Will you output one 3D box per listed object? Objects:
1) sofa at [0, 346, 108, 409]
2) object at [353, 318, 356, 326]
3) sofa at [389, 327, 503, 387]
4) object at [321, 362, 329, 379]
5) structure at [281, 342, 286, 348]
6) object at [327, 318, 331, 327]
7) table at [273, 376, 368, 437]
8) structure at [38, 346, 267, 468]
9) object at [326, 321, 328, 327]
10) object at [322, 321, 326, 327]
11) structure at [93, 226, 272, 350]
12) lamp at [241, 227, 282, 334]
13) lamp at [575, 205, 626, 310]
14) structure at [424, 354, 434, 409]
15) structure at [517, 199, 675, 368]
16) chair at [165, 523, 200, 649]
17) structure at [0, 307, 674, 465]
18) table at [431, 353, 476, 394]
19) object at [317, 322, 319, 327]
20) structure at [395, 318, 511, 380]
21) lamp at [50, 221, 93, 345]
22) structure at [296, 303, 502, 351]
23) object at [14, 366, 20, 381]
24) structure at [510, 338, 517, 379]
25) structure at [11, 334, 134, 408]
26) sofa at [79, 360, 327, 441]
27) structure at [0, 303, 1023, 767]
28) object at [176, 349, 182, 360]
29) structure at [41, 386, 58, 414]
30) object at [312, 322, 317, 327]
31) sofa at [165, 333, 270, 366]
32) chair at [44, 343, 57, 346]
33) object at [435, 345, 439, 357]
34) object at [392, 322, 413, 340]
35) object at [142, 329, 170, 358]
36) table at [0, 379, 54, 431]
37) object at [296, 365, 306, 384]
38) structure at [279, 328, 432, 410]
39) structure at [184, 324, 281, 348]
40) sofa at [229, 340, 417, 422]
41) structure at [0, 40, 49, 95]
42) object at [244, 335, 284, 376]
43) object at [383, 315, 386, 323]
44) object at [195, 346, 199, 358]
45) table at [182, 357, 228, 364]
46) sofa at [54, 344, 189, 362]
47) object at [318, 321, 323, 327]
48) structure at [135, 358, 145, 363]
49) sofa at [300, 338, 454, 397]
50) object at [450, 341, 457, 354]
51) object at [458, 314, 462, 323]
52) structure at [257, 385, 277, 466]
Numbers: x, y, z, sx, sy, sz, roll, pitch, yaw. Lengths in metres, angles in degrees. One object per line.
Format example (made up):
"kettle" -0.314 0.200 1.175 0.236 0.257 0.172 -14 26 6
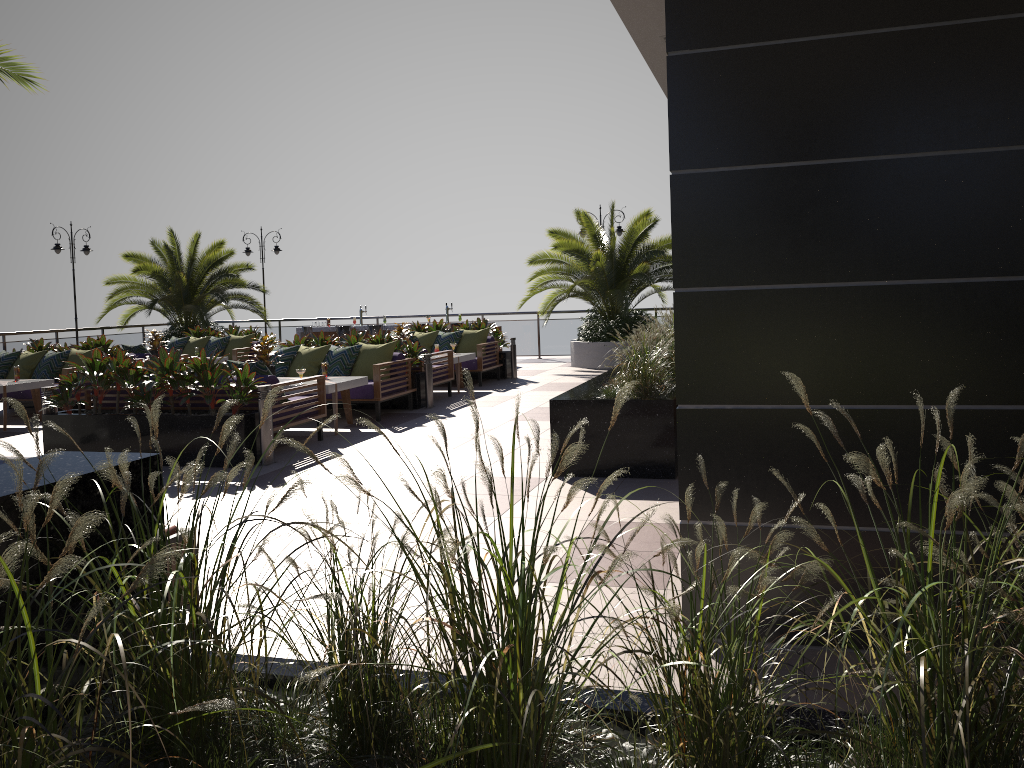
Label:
"sofa" -6.702 -0.037 12.434 2.125 0.917 1.123 0 5 17
"object" -3.356 -1.325 18.870 0.069 0.180 0.069 -3 3 -11
"sofa" -1.343 -0.461 14.809 2.125 0.917 1.123 0 5 17
"object" -2.135 -0.157 10.107 0.067 0.189 0.084 -4 4 -43
"structure" -4.271 -0.425 16.575 0.100 0.698 0.181 -1 2 17
"object" -3.934 -1.326 19.039 0.084 0.189 0.067 0 4 42
"table" -2.759 0.243 10.047 2.036 0.552 0.945 0 5 17
"structure" -3.321 0.235 8.201 2.250 1.169 0.739 0 3 18
"object" -4.091 -1.281 19.570 0.105 0.208 0.105 -2 3 -8
"object" -4.133 -1.270 19.470 0.105 0.208 0.105 -2 3 -8
"structure" -7.424 -1.973 20.215 3.803 3.295 3.762 -3 4 -15
"lamp" -6.029 -2.170 21.542 1.121 3.319 0.264 -1 2 17
"lamp" 1.959 -2.214 19.144 1.121 3.319 0.264 -1 2 17
"structure" -1.086 -0.040 11.559 0.100 0.698 0.181 -1 2 17
"structure" 1.962 -2.030 17.458 3.807 3.295 3.758 -4 5 -30
"chair" -1.533 0.781 2.843 0.713 0.814 0.717 -1 4 17
"structure" -4.566 -0.170 12.285 12.912 1.056 17.569 0 6 17
"table" -1.670 -0.156 13.688 2.036 0.552 0.945 0 5 17
"object" -4.327 -1.280 19.645 0.105 0.208 0.105 -2 3 -8
"structure" -1.110 -0.575 15.595 2.250 1.169 0.739 0 3 18
"lamp" -9.242 -1.778 18.725 0.264 3.319 1.125 -1 3 17
"structure" -2.436 -1.033 18.882 4.399 1.325 0.807 0 3 17
"object" -6.408 -0.141 11.458 0.067 0.189 0.084 -4 4 -43
"structure" 0.028 -0.449 15.285 0.100 0.698 0.181 -1 2 17
"structure" -6.572 -0.143 13.170 2.247 1.169 0.717 -1 3 13
"sofa" -3.087 0.182 8.937 2.125 0.917 1.123 0 5 17
"structure" 4.239 -0.945 6.539 7.814 3.113 24.821 0 6 17
"object" -5.457 -0.477 14.512 0.067 0.189 0.084 -4 4 -43
"structure" -4.459 0.376 8.558 0.100 0.698 0.181 -1 2 17
"object" -4.353 -1.268 19.532 0.105 0.208 0.105 -2 3 -8
"sofa" -5.624 -0.438 16.094 2.125 0.917 1.123 0 5 17
"chair" -9.187 -0.376 17.238 0.714 0.814 0.716 -1 4 17
"object" -1.122 -0.498 13.233 0.069 0.180 0.069 -2 3 5
"object" -1.695 -0.690 13.630 0.425 0.525 0.431 0 4 29
"object" -6.023 -0.665 14.919 0.430 0.525 0.426 1 5 44
"table" -7.037 0.266 11.332 2.036 0.552 0.945 0 5 17
"object" -2.284 -0.104 9.584 0.106 0.197 0.106 -5 4 -40
"structure" -2.217 -0.168 11.882 2.418 1.170 0.703 0 3 18
"structure" -5.444 -0.548 16.861 2.250 1.169 0.739 0 3 18
"sofa" -2.413 -0.061 11.146 2.125 0.917 1.123 0 5 17
"structure" -6.214 -2.163 6.705 4.707 6.487 4.757 0 4 35
"object" -2.785 -0.292 10.002 0.430 0.525 0.426 0 4 34
"object" -2.683 -1.344 18.667 0.069 0.210 0.069 -2 2 0
"object" -5.388 -0.551 15.135 0.069 0.210 0.069 -2 2 5
"table" -5.948 -0.133 14.972 2.036 0.552 0.945 0 5 17
"sofa" -6.298 -0.195 13.885 2.125 0.917 1.123 0 5 17
"object" -4.220 -1.276 19.558 0.105 0.208 0.105 -2 3 -8
"structure" -5.386 -0.017 12.850 0.100 0.698 0.181 -1 2 17
"sofa" -2.009 -0.219 12.597 2.125 0.917 1.123 0 5 17
"object" -0.917 -0.576 13.862 0.106 0.197 0.106 -5 4 -40
"object" -1.063 -1.346 18.177 0.069 0.197 0.082 -4 3 -37
"structure" -2.188 0.363 7.876 0.100 0.698 0.181 -1 2 17
